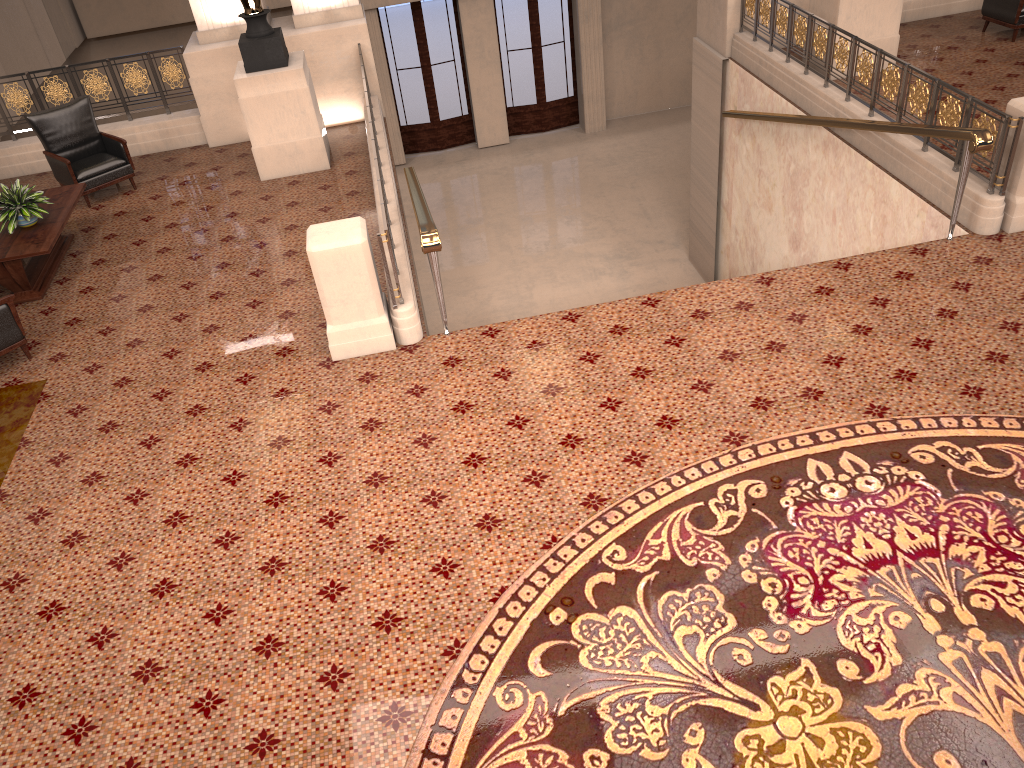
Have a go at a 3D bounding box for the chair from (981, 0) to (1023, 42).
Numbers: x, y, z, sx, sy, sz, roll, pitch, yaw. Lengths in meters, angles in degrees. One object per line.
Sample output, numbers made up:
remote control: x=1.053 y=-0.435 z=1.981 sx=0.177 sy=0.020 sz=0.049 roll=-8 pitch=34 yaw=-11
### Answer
chair: x=5.469 y=-4.188 z=9.344 sx=0.645 sy=0.892 sz=0.681 roll=-14 pitch=38 yaw=-8

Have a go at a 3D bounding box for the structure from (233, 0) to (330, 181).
structure: x=-2.381 y=-3.436 z=8.186 sx=0.699 sy=2.947 sz=0.663 roll=-11 pitch=38 yaw=-4

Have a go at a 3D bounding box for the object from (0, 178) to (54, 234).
object: x=-4.097 y=-1.491 z=7.283 sx=0.498 sy=0.398 sz=0.499 roll=9 pitch=40 yaw=22

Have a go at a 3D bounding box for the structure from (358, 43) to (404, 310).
structure: x=-1.184 y=-2.068 z=7.660 sx=0.079 sy=0.569 sz=4.673 roll=-11 pitch=36 yaw=-4

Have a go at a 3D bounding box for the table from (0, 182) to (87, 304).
table: x=-4.168 y=-1.196 z=7.628 sx=0.837 sy=0.461 sz=1.397 roll=-11 pitch=37 yaw=-4

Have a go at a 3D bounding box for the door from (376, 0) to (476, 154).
door: x=-1.575 y=-5.741 z=16.428 sx=1.489 sy=2.879 sz=0.147 roll=-11 pitch=38 yaw=-3

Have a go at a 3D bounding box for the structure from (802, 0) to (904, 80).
structure: x=3.425 y=-4.554 z=8.515 sx=0.699 sy=2.947 sz=0.663 roll=-11 pitch=38 yaw=-4

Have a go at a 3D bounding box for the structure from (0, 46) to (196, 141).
structure: x=-4.739 y=-3.131 z=9.615 sx=2.531 sy=0.692 sz=0.030 roll=-11 pitch=38 yaw=-3

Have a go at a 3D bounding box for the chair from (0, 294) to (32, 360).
chair: x=-3.983 y=-0.486 z=6.279 sx=0.634 sy=0.892 sz=0.693 roll=23 pitch=47 yaw=34

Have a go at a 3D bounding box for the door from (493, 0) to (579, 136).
door: x=0.470 y=-6.135 z=16.544 sx=1.489 sy=2.879 sz=0.147 roll=-11 pitch=38 yaw=-3

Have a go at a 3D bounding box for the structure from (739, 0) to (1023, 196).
structure: x=2.961 y=-2.866 z=7.895 sx=0.079 sy=0.569 sz=4.675 roll=-12 pitch=36 yaw=-5

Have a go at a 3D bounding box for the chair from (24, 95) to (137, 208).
chair: x=-4.258 y=-2.312 z=8.790 sx=0.629 sy=0.892 sz=0.698 roll=-35 pitch=45 yaw=-31
